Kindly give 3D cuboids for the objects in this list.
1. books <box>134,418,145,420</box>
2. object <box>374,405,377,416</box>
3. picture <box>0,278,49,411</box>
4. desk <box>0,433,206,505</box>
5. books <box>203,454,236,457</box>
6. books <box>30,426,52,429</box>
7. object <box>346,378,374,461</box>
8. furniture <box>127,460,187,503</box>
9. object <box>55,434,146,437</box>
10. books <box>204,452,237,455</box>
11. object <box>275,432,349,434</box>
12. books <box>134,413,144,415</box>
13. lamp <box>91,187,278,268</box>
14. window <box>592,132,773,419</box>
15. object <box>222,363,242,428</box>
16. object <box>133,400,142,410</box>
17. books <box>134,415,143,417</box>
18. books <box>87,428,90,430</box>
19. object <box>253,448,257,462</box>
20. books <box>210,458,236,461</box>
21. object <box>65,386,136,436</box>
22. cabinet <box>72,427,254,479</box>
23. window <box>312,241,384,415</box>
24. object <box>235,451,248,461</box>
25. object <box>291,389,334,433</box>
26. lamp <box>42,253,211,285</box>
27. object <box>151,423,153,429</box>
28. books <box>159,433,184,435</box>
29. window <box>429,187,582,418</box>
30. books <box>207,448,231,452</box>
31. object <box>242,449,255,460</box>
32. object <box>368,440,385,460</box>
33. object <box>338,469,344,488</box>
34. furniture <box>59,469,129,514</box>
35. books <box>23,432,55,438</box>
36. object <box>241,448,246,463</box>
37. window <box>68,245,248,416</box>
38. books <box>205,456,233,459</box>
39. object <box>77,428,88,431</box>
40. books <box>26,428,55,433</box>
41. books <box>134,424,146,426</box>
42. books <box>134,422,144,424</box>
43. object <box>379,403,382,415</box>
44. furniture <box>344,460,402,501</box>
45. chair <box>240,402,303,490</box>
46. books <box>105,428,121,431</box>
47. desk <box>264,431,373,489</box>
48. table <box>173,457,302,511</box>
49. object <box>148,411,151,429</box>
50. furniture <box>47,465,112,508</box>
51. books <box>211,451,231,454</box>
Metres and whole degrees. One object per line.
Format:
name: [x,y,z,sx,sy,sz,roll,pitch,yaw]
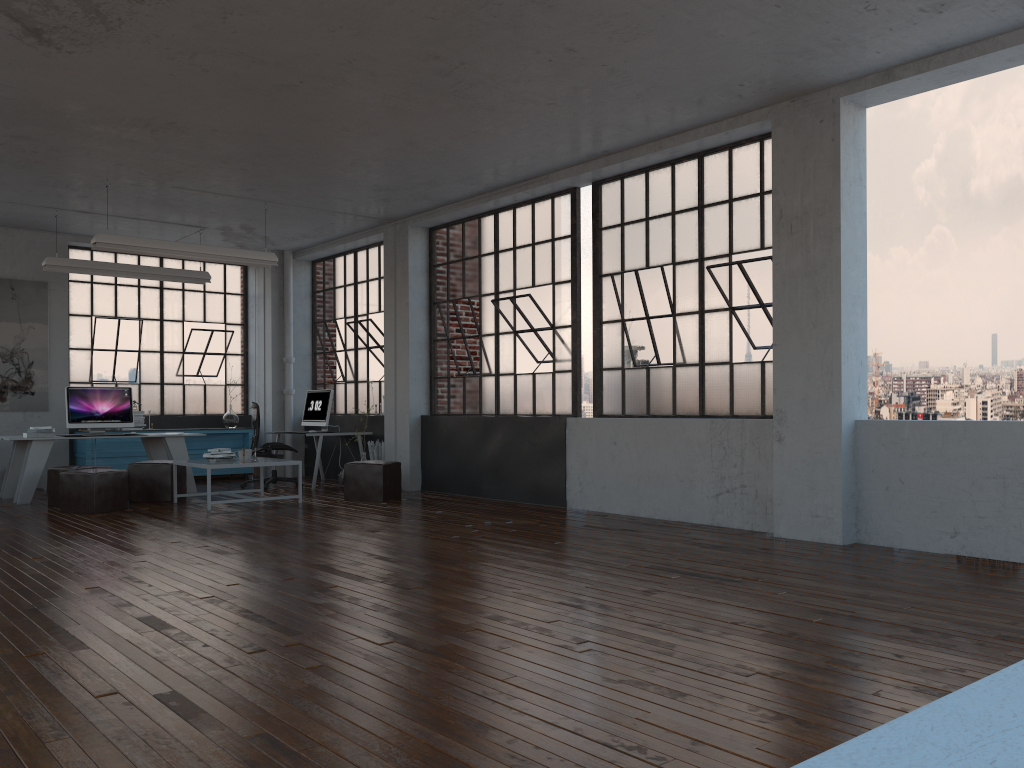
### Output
books: [-5.119,0.471,11.959,0.263,0.017,0.167,1,-2,-40]
object: [-1.769,0.334,11.538,0.055,0.153,0.055,0,0,10]
picture: [-6.233,-0.484,11.033,0.853,1.650,0.025,0,0,-40]
desk: [-4.768,0.942,10.279,2.077,0.704,1.075,1,-2,-40]
books: [-3.091,0.752,9.359,0.200,0.031,0.272,-1,-2,25]
books: [-5.116,0.475,9.622,0.185,0.030,0.153,1,-2,-39]
object: [-1.723,0.589,10.197,0.330,1.340,0.618,0,0,-3]
furniture: [-3.868,1.060,9.678,0.503,0.460,0.503,0,-1,-1]
object: [-4.689,0.589,10.136,0.848,0.008,0.687,1,-2,-38]
books: [-3.082,0.733,9.363,0.275,0.014,0.200,1,-2,-40]
object: [-2.606,0.636,11.545,0.687,0.008,0.848,1,-2,-38]
books: [-5.126,0.408,11.949,0.273,0.021,0.174,1,-2,-40]
lamp: [-3.332,-1.616,9.170,1.877,0.628,0.202,1,-1,-40]
window: [1.630,-0.844,7.619,0.669,2.390,2.591,0,-1,-40]
object: [-3.958,0.164,12.684,0.434,0.940,0.231,0,0,32]
object: [-5.086,0.275,11.945,0.177,0.161,0.092,-1,0,18]
books: [-5.152,0.432,11.948,0.296,0.028,0.180,1,-2,-40]
books: [-5.530,0.486,11.625,0.032,0.239,0.172,0,0,-40]
object: [-2.621,0.723,9.053,0.055,0.153,0.055,0,0,27]
books: [-3.059,0.798,9.371,0.218,0.028,0.171,1,-2,-40]
object: [-4.691,0.306,10.139,0.714,0.553,0.377,0,-1,-38]
cabinet: [-4.711,0.984,12.123,2.262,0.733,0.627,1,-1,-40]
window: [-2.131,-0.702,12.144,0.669,2.390,2.591,0,-1,-40]
object: [-2.793,0.745,9.169,0.129,0.109,0.101,0,-1,-31]
object: [-2.604,0.352,11.546,0.377,0.553,0.714,0,-1,-38]
lamp: [-4.518,-1.369,10.512,1.877,0.205,0.202,1,-1,-40]
object: [-4.879,0.575,12.020,0.088,0.085,0.088,0,-1,-35]
books: [-4.011,0.587,10.448,0.205,0.019,0.243,0,-2,0]
window: [-0.163,-0.776,9.776,0.669,2.390,2.591,0,-1,-40]
books: [-3.080,0.694,9.327,0.141,0.026,0.202,-1,-2,20]
object: [-2.810,0.753,9.450,0.129,0.109,0.101,0,-1,-31]
object: [-1.650,0.983,11.130,0.293,0.627,0.274,0,0,2]
object: [-2.127,1.158,11.102,0.107,0.281,0.293,0,-1,-15]
furniture: [-4.094,1.049,8.690,0.471,0.431,0.470,-1,-1,19]
books: [-5.133,0.554,9.618,0.271,0.050,0.200,1,-2,-40]
object: [-2.725,0.724,9.007,0.052,0.148,0.052,0,0,1]
window: [-4.948,-0.677,12.526,2.591,2.391,0.670,0,0,-40]
books: [-3.092,0.775,9.359,0.274,0.025,0.210,0,-2,-20]
object: [-5.630,0.493,11.613,0.132,0.237,0.132,0,0,16]
books: [-5.107,0.506,9.609,0.257,0.044,0.193,0,-2,-20]
books: [-5.129,0.557,11.948,0.331,0.025,0.176,1,-2,-40]
books: [-5.142,0.525,11.956,0.288,0.016,0.182,1,-2,-40]
object: [-1.709,0.330,11.526,0.066,0.160,0.066,0,0,-8]
furniture: [-1.521,1.067,9.706,0.503,0.460,0.503,-1,-1,17]
chair: [-3.036,0.766,11.260,0.792,1.085,0.770,0,-1,-36]
books: [-5.256,0.590,11.556,0.258,0.032,0.191,1,-2,-38]
desk: [-2.545,0.972,11.593,0.933,0.688,1.227,1,-1,-40]
table: [-2.885,1.029,9.309,0.991,0.445,0.972,1,-2,-40]
object: [-4.971,0.493,12.159,0.084,0.256,0.084,0,0,28]
furniture: [-4.468,1.060,9.177,0.480,0.439,0.480,-1,-1,29]
books: [-3.061,0.717,9.340,0.184,0.026,0.125,0,-2,-10]
